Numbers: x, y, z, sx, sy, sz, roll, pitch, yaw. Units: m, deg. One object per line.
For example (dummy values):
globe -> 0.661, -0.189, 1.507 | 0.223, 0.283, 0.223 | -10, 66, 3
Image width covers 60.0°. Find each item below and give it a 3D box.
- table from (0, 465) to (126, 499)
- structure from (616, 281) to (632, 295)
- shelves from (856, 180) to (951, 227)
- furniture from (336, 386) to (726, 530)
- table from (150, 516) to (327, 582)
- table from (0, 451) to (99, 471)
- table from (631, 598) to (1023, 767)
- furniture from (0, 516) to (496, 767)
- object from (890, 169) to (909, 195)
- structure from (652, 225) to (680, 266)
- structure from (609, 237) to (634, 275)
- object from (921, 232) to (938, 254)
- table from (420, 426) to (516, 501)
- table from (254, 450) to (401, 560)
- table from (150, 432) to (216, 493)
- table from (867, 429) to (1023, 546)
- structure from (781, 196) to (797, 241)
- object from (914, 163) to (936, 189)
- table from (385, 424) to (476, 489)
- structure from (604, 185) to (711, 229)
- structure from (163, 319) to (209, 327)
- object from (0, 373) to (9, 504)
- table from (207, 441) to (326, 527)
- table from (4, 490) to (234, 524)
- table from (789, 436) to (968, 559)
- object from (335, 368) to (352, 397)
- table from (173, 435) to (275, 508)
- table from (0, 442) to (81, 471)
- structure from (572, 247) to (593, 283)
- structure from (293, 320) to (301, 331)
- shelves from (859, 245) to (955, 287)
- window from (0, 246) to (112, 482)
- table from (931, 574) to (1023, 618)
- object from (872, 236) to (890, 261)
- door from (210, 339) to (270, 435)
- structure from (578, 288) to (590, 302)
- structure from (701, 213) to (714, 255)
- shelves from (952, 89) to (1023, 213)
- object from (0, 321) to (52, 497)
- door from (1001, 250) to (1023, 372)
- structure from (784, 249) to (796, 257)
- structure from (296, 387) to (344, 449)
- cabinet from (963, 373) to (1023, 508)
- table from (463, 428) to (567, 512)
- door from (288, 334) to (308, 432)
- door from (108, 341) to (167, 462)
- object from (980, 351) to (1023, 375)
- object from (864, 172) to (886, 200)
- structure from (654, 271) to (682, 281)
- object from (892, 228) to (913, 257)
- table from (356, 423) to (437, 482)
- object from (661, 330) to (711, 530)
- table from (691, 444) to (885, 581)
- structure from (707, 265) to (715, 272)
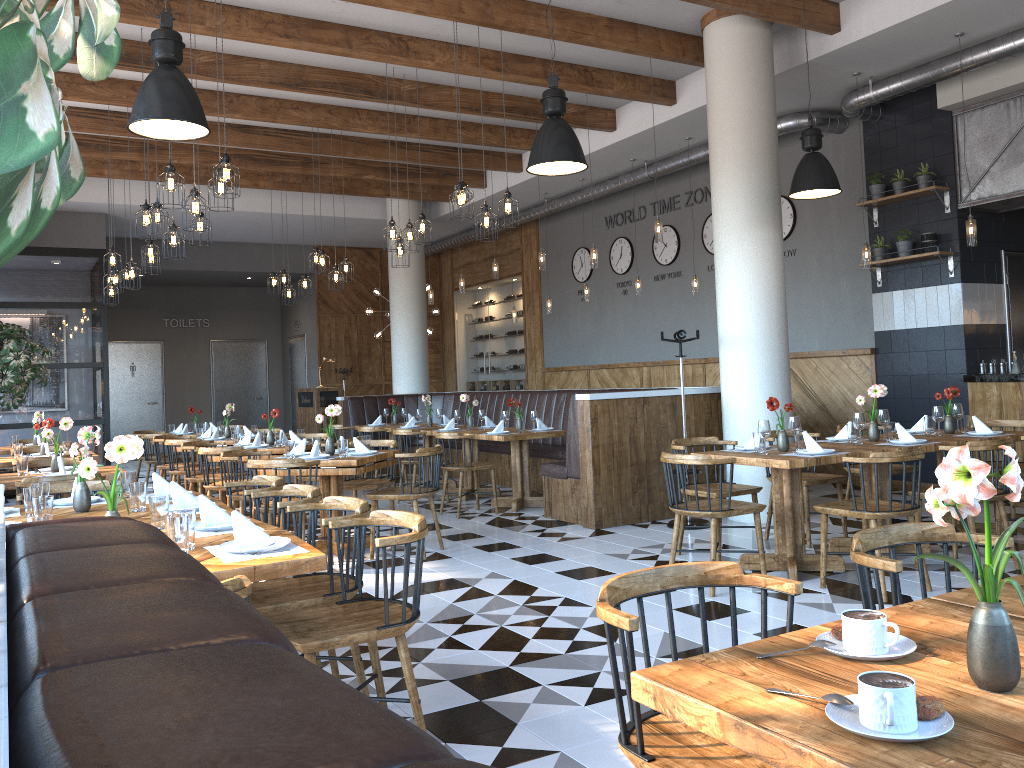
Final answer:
table -> -3.225, 1.021, 6.296 | 0.850, 0.765, 0.849 | -2, -1, -30
structure -> 1.662, -1.416, 13.133 | 0.021, 0.200, 0.368 | -1, -1, -30
shelves -> 3.927, -1.805, 8.922 | 0.247, 0.298, 0.903 | -2, 0, -30
furniture -> -0.128, 0.679, 10.824 | 1.918, 1.152, 6.578 | -2, 0, -30
table -> -1.355, 0.958, 3.026 | 1.216, 0.765, 1.212 | -2, 0, -26
table -> -4.319, 1.057, 8.202 | 0.850, 0.765, 0.849 | -2, -1, -30
table -> 0.807, 0.876, 1.424 | 0.850, 0.765, 0.849 | -2, -1, -30
furniture -> 1.441, 0.658, 1.153 | 4.040, 1.152, 1.915 | -2, 0, -30
object -> 3.910, -2.030, 8.939 | 0.173, 0.268, 0.189 | -2, -1, -12
structure -> 2.133, -1.919, 12.271 | 0.046, 0.561, 0.560 | -1, -1, -30
structure -> 1.625, -1.902, 13.156 | 0.046, 0.561, 0.560 | -1, -1, -30
object -> 4.085, -1.371, 8.668 | 0.143, 0.201, 0.142 | -1, -2, -39
table -> -0.458, 0.890, 9.975 | 0.850, 0.765, 0.849 | -2, -1, -30
table -> -1.415, 0.943, 6.958 | 0.863, 0.765, 0.864 | -3, -1, 15
table -> -4.169, 1.035, 11.755 | 0.863, 0.765, 0.864 | -3, -1, 15
table -> 3.257, 0.752, 6.554 | 0.850, 0.765, 0.849 | -2, -1, -30
structure -> 3.144, -1.953, 10.509 | 0.046, 0.561, 0.560 | -1, -1, -30
object -> 4.045, -2.034, 8.703 | 0.173, 0.268, 0.189 | -2, -1, -12
table -> -1.000, 0.908, 10.919 | 0.850, 0.765, 0.849 | -2, -1, -30
structure -> 2.101, -2.466, 12.321 | 0.033, 0.199, 2.725 | -1, 0, -30
structure -> -6.759, -1.261, 18.383 | 0.916, 0.166, 0.035 | -2, -2, -30
object -> -6.611, 0.690, 11.238 | 0.374, 1.661, 0.374 | -2, -2, -7
table -> -2.310, 0.973, 8.517 | 0.863, 0.765, 0.864 | -3, -1, 15
table -> -1.982, 0.979, 4.119 | 1.216, 0.765, 1.212 | -2, 0, -26
table -> 2.517, 0.785, 6.128 | 0.850, 0.765, 0.849 | -2, -1, -30
object -> -3.212, 0.524, 17.038 | 0.374, 1.661, 0.374 | -2, -2, -7
table -> -3.234, 1.004, 10.127 | 0.863, 0.765, 0.864 | -3, -1, 15
table -> -5.391, 1.093, 10.069 | 0.850, 0.765, 0.849 | -2, -1, -30
structure -> 1.117, -1.885, 14.041 | 0.046, 0.561, 0.560 | -1, -1, -30
structure -> -4.431, -1.208, 18.287 | 0.025, 0.197, 0.564 | -1, -1, -30
shelves -> 3.953, -1.175, 8.898 | 0.247, 0.298, 0.903 | -2, 0, -30
window -> -7.754, -0.200, 13.637 | 2.729, 3.554, 2.182 | -2, -2, -30
table -> 1.547, 0.844, 1.850 | 0.850, 0.765, 0.849 | -2, -1, -30
object -> 3.799, -1.396, 9.154 | 0.173, 0.268, 0.189 | -2, -1, -12
door -> -5.768, 0.251, 18.845 | 1.207, 2.397, 0.114 | -1, -2, -30
structure -> 1.142, -1.399, 14.039 | 0.021, 0.197, 0.305 | -1, -1, -30
structure -> 2.641, -1.936, 11.386 | 0.046, 0.561, 0.560 | -1, -1, -30
shelves -> 6.049, -1.810, 6.193 | 0.682, 1.798, 5.855 | -1, 0, -30
object -> -7.157, 0.241, 11.850 | 1.377, 2.596, 1.635 | -4, -2, 44
door -> 5.484, -0.168, 9.107 | 1.207, 2.397, 0.114 | -1, -2, -30
structure -> 3.173, -1.467, 10.501 | 0.021, 0.200, 0.497 | -1, -1, -30
structure -> -2.936, 0.706, 13.906 | 0.645, 1.302, 1.044 | -1, -2, -30
cabinet -> 6.839, 0.403, 6.583 | 3.029, 1.166, 5.985 | -2, 0, -30
table -> 0.090, 0.872, 9.019 | 0.850, 0.765, 0.849 | -2, -1, -30
door -> -4.409, 0.198, 18.263 | 0.114, 2.397, 1.204 | -1, -2, -30
door -> -7.600, 0.332, 17.792 | 1.207, 2.397, 0.114 | -1, -2, -30
object -> 4.689, -0.201, 8.228 | 0.422, 0.203, 0.597 | -2, 0, -30
object -> 3.775, -2.041, 9.175 | 0.172, 0.301, 0.234 | -1, -2, -41
structure -> 2.158, -1.493, 12.267 | 0.021, 0.080, 0.582 | -1, 0, -30
object -> 3.937, -1.417, 8.913 | 0.172, 0.301, 0.234 | -1, -2, -41
table -> -1.549, 0.926, 11.874 | 0.850, 0.765, 0.849 | -2, -1, -30
object -> 1.465, 0.374, 7.524 | 0.374, 1.661, 0.374 | -4, -3, 38
table -> 1.778, 0.817, 5.703 | 0.850, 0.765, 0.849 | -2, -1, -30
structure -> 2.673, -1.450, 11.372 | 0.021, 0.200, 0.442 | -1, -1, -30
